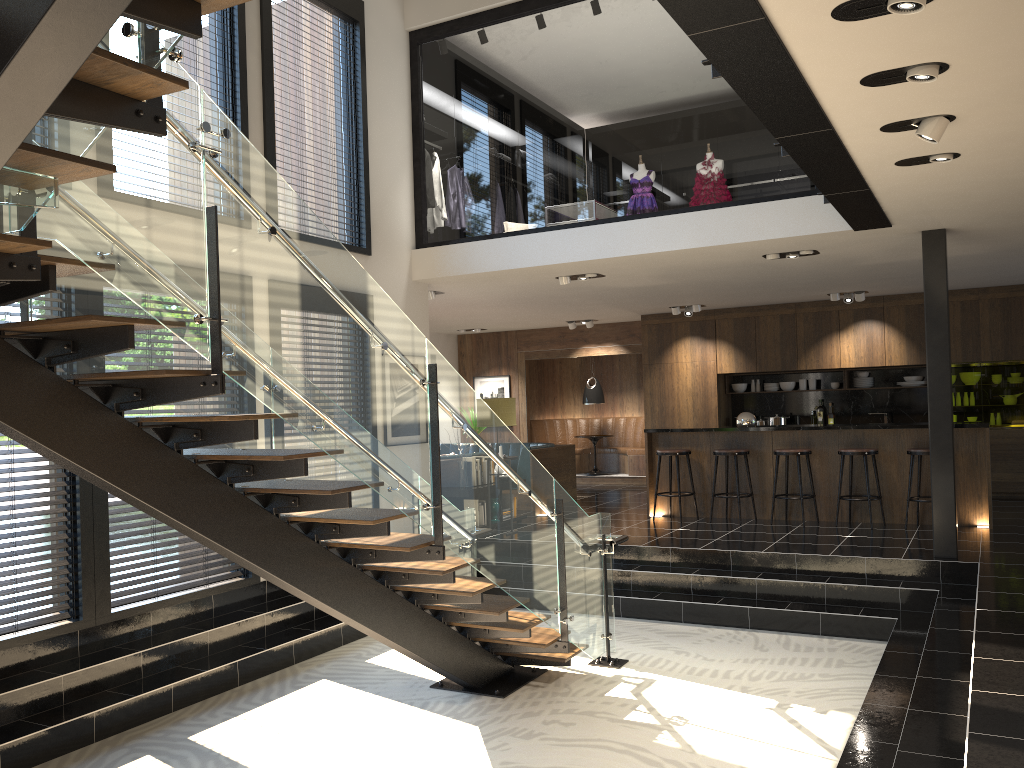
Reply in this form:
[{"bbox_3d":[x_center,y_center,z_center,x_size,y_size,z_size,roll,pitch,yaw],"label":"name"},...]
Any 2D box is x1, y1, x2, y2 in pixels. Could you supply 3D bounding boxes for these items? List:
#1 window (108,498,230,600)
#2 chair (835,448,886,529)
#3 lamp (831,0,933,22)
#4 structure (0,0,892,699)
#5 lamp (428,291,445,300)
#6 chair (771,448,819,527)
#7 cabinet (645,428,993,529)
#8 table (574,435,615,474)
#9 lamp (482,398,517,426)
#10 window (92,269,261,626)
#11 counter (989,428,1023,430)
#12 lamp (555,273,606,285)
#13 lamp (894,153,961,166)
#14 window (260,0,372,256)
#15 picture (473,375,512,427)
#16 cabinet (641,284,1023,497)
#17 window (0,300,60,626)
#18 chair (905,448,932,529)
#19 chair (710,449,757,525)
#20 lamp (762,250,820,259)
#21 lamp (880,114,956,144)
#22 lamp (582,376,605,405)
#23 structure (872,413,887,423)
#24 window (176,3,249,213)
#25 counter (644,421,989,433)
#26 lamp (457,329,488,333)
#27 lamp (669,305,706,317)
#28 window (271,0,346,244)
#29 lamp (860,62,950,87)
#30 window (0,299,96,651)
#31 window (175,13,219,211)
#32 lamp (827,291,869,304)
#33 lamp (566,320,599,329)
[{"bbox_3d":[-2.631,0.370,6.628,0.005,2.297,1.313,-2,-1,28],"label":"window"},{"bbox_3d":[3.601,1.075,9.196,0.412,0.799,0.412,-2,-1,38],"label":"chair"},{"bbox_3d":[1.276,-1.353,3.046,0.346,0.177,0.195,-3,-1,28],"label":"lamp"},{"bbox_3d":[0.049,-0.019,4.484,3.448,4.867,7.279,-2,-1,28],"label":"structure"},{"bbox_3d":[-1.046,-1.077,10.308,0.502,0.248,0.349,-3,-1,28],"label":"lamp"},{"bbox_3d":[3.021,1.101,9.510,0.412,0.799,0.412,-2,-1,38],"label":"chair"},{"bbox_3d":[3.303,1.001,9.863,3.565,0.994,0.698,-3,-1,28],"label":"cabinet"},{"bbox_3d":[1.426,1.210,15.222,0.702,0.643,0.702,-2,-1,3],"label":"table"},{"bbox_3d":[-0.232,0.877,9.446,0.637,1.445,0.437,-1,-1,-36],"label":"lamp"},{"bbox_3d":[-2.573,0.367,6.587,0.358,2.475,1.498,-2,-1,28],"label":"window"},{"bbox_3d":[5.280,0.637,12.358,4.592,0.005,0.862,-3,-2,28],"label":"counter"},{"bbox_3d":[0.721,-1.166,9.353,0.502,0.231,0.349,-3,-1,28],"label":"lamp"},{"bbox_3d":[2.382,-1.345,5.093,0.346,0.158,0.195,-3,-1,28],"label":"lamp"},{"bbox_3d":[-1.881,-2.474,8.068,0.358,2.475,1.393,-2,-1,28],"label":"window"},{"bbox_3d":[-0.357,0.312,15.863,0.748,0.911,0.028,-2,-1,28],"label":"picture"},{"bbox_3d":[5.259,0.151,12.360,6.894,2.689,0.869,-3,-1,28],"label":"cabinet"},{"bbox_3d":[-3.342,0.359,5.313,0.005,2.297,1.313,-2,-1,28],"label":"window"},{"bbox_3d":[4.182,1.048,8.882,0.412,0.799,0.412,-2,-1,38],"label":"chair"},{"bbox_3d":[2.441,1.127,9.824,0.412,0.799,0.412,-2,-1,38],"label":"chair"},{"bbox_3d":[2.618,-1.270,8.327,0.502,0.194,0.349,-3,-1,28],"label":"lamp"},{"bbox_3d":[2.015,-1.306,4.410,0.346,0.247,0.195,-2,-1,28],"label":"lamp"},{"bbox_3d":[1.388,-0.139,15.221,0.389,0.974,0.389,-2,-1,-18],"label":"lamp"},{"bbox_3d":[5.081,0.524,12.305,0.243,0.231,0.173,-2,-1,28],"label":"structure"},{"bbox_3d":[-2.634,-2.486,6.673,0.358,2.475,1.393,-2,-1,28],"label":"window"},{"bbox_3d":[3.285,0.482,9.869,3.574,0.041,0.698,-3,-2,28],"label":"counter"},{"bbox_3d":[-0.692,-0.979,15.325,0.502,0.213,0.349,-3,-1,28],"label":"lamp"},{"bbox_3d":[2.506,-1.107,12.654,0.502,0.294,0.349,-2,-1,28],"label":"lamp"},{"bbox_3d":[-1.939,-2.471,8.108,0.005,2.297,1.221,-2,-1,28],"label":"window"},{"bbox_3d":[1.645,-1.347,3.729,0.346,0.177,0.195,-3,-1,28],"label":"lamp"},{"bbox_3d":[-3.284,0.356,5.271,0.358,2.475,1.498,-2,-1,28],"label":"window"},{"bbox_3d":[-2.693,-2.483,6.714,0.005,2.297,1.221,-2,-1,28],"label":"window"},{"bbox_3d":[4.404,-1.200,11.628,0.502,0.280,0.349,-2,-1,28],"label":"lamp"},{"bbox_3d":[1.132,-1.028,14.340,0.502,0.280,0.349,-2,-1,28],"label":"lamp"}]
